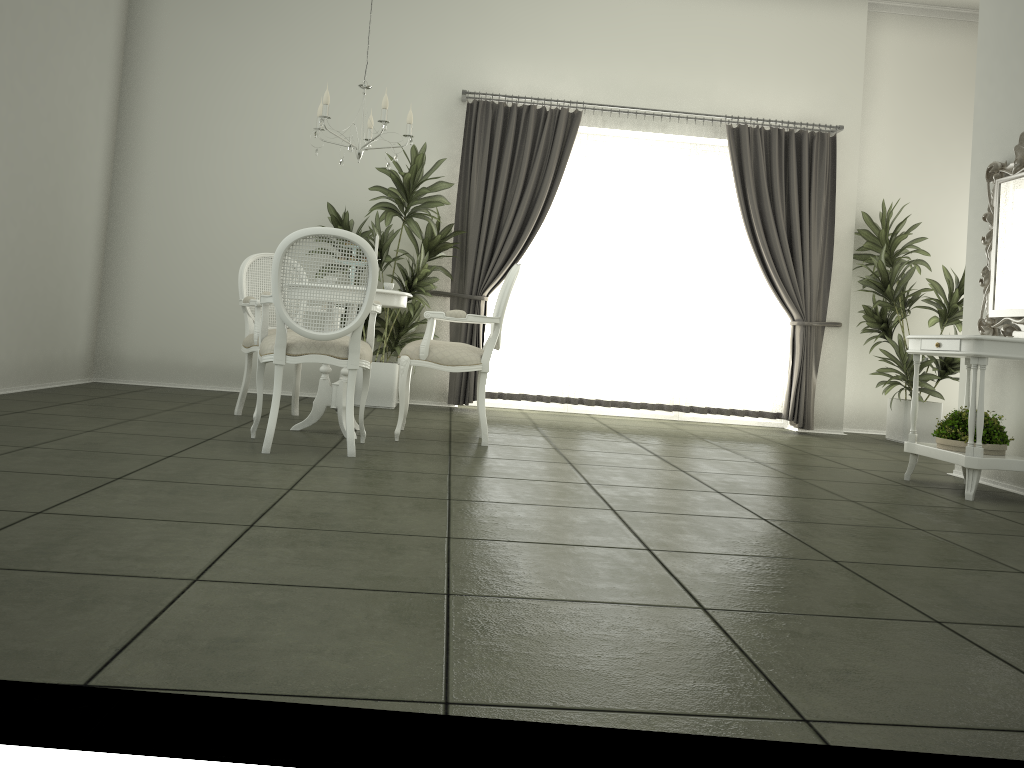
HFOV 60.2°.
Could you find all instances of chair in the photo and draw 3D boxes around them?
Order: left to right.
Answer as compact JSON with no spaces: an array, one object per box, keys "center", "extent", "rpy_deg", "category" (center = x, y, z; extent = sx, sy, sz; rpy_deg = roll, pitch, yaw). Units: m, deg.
[{"center":[-1.434,-0.310,5.605],"extent":[0.592,1.067,0.691],"rpy_deg":[5,-1,-39],"category":"chair"},{"center":[-0.954,-0.211,4.352],"extent":[0.594,1.067,0.690],"rpy_deg":[5,-1,-14],"category":"chair"},{"center":[-0.320,-0.206,5.207],"extent":[0.689,1.067,0.594],"rpy_deg":[4,-1,-3],"category":"chair"}]

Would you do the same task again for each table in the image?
[{"center":[-0.975,-0.134,5.084],"extent":[0.739,0.833,0.740],"rpy_deg":[4,0,-7],"category":"table"},{"center":[2.406,0.159,4.624],"extent":[0.432,0.808,0.697],"rpy_deg":[4,0,-4],"category":"table"}]

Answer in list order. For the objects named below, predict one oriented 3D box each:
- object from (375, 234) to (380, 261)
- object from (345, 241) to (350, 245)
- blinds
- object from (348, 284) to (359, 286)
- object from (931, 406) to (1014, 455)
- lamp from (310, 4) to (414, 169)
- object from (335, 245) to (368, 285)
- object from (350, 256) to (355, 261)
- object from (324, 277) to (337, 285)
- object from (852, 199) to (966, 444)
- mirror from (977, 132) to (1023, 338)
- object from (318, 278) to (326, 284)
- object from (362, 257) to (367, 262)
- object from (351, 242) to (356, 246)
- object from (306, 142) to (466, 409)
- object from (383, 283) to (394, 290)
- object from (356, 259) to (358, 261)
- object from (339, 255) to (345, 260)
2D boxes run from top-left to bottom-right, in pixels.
[{"center":[-0.822,-0.733,5.313],"extent":[0.087,0.366,0.087],"rpy_deg":[5,-2,-26],"category":"object"},{"center":[-0.947,-0.814,5.112],"extent":[0.039,0.032,0.039],"rpy_deg":[5,1,27],"category":"object"},{"center":[1.100,-0.996,7.625],"extent":[3.657,2.613,0.658],"rpy_deg":[4,-2,-4],"category":"blinds"},{"center":[-0.852,-0.537,4.883],"extent":[0.118,0.016,0.119],"rpy_deg":[4,3,-14],"category":"object"},{"center":[2.410,0.234,4.622],"extent":[0.373,0.232,0.346],"rpy_deg":[4,1,-8],"category":"object"},{"center":[-0.783,-2.501,5.183],"extent":[0.590,2.447,0.594],"rpy_deg":[5,-2,-26],"category":"lamp"},{"center":[-0.923,-0.674,5.128],"extent":[0.211,0.249,0.210],"rpy_deg":[4,0,29],"category":"object"},{"center":[-0.914,-0.720,5.057],"extent":[0.039,0.032,0.039],"rpy_deg":[4,1,-38],"category":"object"},{"center":[-0.996,-0.565,4.841],"extent":[0.062,0.049,0.077],"rpy_deg":[4,1,6],"category":"object"},{"center":[3.477,-0.555,7.517],"extent":[1.163,2.104,1.035],"rpy_deg":[4,-1,14],"category":"object"},{"center":[2.765,-0.839,4.694],"extent":[0.082,1.213,0.836],"rpy_deg":[5,-1,-4],"category":"mirror"},{"center":[-1.124,-0.599,5.223],"extent":[0.062,0.049,0.078],"rpy_deg":[4,1,-24],"category":"object"},{"center":[-0.854,-0.718,5.098],"extent":[0.039,0.032,0.039],"rpy_deg":[4,1,-43],"category":"object"},{"center":[-0.910,-0.811,5.093],"extent":[0.039,0.032,0.039],"rpy_deg":[5,1,17],"category":"object"},{"center":[-1.034,-0.874,7.049],"extent":[1.163,2.104,1.035],"rpy_deg":[4,-1,14],"category":"object"},{"center":[-0.719,-0.566,5.174],"extent":[0.062,0.049,0.077],"rpy_deg":[5,1,29],"category":"object"},{"center":[-0.925,-0.729,5.204],"extent":[0.039,0.032,0.039],"rpy_deg":[5,1,37],"category":"object"},{"center":[-0.980,-0.727,5.090],"extent":[0.039,0.032,0.039],"rpy_deg":[4,1,-43],"category":"object"}]
